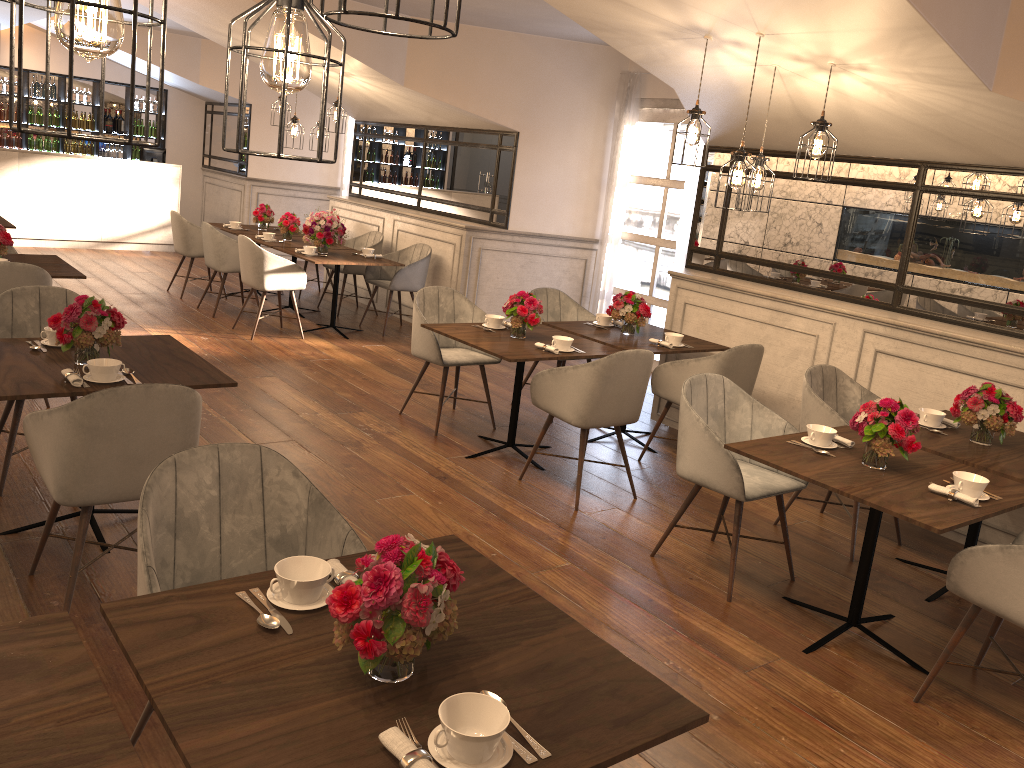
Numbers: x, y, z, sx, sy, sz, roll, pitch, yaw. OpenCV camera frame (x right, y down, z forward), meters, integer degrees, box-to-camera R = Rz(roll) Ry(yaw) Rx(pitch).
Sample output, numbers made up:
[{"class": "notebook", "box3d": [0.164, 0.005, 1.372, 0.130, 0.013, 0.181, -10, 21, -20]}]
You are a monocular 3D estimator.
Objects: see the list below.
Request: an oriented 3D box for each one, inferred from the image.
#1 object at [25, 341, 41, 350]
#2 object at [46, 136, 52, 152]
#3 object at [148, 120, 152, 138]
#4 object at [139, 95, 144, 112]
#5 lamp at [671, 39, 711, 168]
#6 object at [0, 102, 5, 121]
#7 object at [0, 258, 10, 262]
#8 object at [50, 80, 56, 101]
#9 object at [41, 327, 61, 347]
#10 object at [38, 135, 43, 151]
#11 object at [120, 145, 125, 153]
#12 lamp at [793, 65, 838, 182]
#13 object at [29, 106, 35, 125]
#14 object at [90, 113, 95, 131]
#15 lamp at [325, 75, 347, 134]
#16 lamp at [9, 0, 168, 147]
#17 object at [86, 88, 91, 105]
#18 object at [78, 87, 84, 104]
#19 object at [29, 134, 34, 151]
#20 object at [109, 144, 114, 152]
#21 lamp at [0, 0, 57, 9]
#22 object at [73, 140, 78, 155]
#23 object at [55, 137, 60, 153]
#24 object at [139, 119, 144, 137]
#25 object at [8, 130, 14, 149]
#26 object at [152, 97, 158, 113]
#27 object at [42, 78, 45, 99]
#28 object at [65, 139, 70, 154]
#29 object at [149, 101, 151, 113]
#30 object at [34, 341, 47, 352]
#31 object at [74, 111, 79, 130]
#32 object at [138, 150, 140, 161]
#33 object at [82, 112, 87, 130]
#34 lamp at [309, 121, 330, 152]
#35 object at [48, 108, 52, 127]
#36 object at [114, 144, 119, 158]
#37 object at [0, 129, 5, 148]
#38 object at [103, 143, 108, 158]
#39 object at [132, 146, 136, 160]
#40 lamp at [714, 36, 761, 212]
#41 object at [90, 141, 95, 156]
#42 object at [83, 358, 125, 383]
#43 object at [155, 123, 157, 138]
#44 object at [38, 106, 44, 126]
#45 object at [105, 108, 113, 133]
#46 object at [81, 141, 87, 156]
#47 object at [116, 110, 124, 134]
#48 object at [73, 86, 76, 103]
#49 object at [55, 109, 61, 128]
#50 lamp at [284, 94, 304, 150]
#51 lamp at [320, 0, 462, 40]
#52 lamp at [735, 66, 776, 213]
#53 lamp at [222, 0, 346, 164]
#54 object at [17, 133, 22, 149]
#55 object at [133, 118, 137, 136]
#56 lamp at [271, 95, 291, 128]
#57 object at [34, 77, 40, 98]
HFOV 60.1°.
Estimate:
[{"class": "object", "box3d": [-2.052, -0.167, 3.781, 0.043, 0.015, 0.199, -5, 18, -41]}, {"class": "object", "box3d": [-6.653, -3.465, 12.721, 0.066, 0.259, 0.066, 13, 12, 29]}, {"class": "object", "box3d": [-5.528, -3.894, 13.506, 0.066, 0.259, 0.066, 13, 12, 29]}, {"class": "object", "box3d": [-5.581, -4.222, 13.327, 0.070, 0.233, 0.041, -2, 14, -39]}, {"class": "lamp", "box3d": [1.045, -2.144, 4.453, 0.175, 2.049, 0.177, -1, 13, -37]}, {"class": "object", "box3d": [-7.076, -3.782, 12.288, 0.066, 0.259, 0.066, 13, 12, 29]}, {"class": "object", "box3d": [-3.137, -0.722, 5.385, 0.148, 0.071, 0.150, 8, 13, 3]}, {"class": "object", "box3d": [-6.517, -4.191, 12.580, 0.075, 0.307, 0.076, 1, 12, -28]}, {"class": "object", "box3d": [-1.972, -0.206, 3.861, 0.149, 0.071, 0.149, 14, 15, 28]}, {"class": "object", "box3d": [-6.740, -3.459, 12.653, 0.066, 0.259, 0.066, 13, 12, 29]}, {"class": "object", "box3d": [-5.874, -3.494, 13.342, 0.065, 0.205, 0.066, 8, 11, 6]}, {"class": "lamp", "box3d": [1.623, -2.023, 4.248, 0.175, 2.049, 0.177, -1, 13, -37]}, {"class": "object", "box3d": [-6.783, -3.803, 12.518, 0.066, 0.259, 0.066, 13, 12, 29]}, {"class": "object", "box3d": [-6.158, -3.848, 13.010, 0.066, 0.259, 0.066, 13, 12, 29]}, {"class": "lamp", "box3d": [-1.566, -3.397, 8.263, 0.175, 2.049, 0.177, -1, 13, -37]}, {"class": "lamp", "box3d": [-0.443, -1.324, 0.986, 0.175, 2.049, 0.177, -1, 13, -37]}, {"class": "object", "box3d": [-6.156, -4.181, 12.875, 0.070, 0.233, 0.041, -2, 14, -39]}, {"class": "object", "box3d": [-6.235, -4.175, 12.813, 0.070, 0.233, 0.041, -2, 14, -39]}, {"class": "object", "box3d": [-6.826, -3.453, 12.584, 0.066, 0.259, 0.066, 13, 12, 29]}, {"class": "object", "box3d": [-5.996, -3.485, 13.246, 0.065, 0.205, 0.066, 8, 11, 6]}, {"class": "lamp", "box3d": [-0.619, -1.597, 1.201, 0.175, 2.049, 0.177, -1, 13, -37]}, {"class": "object", "box3d": [-6.374, -3.486, 12.940, 0.066, 0.259, 0.066, 13, 12, 29]}, {"class": "object", "box3d": [-6.566, -3.472, 12.789, 0.066, 0.259, 0.066, 13, 12, 29]}, {"class": "object", "box3d": [-5.614, -3.887, 13.438, 0.066, 0.259, 0.066, 13, 12, 29]}, {"class": "object", "box3d": [-7.032, -3.438, 12.423, 0.066, 0.259, 0.066, 13, 12, 29]}, {"class": "object", "box3d": [-5.423, -4.234, 13.452, 0.070, 0.233, 0.041, -2, 14, -39]}, {"class": "object", "box3d": [-6.598, -4.185, 12.515, 0.075, 0.307, 0.076, 1, 12, -28]}, {"class": "object", "box3d": [-6.461, -3.479, 12.872, 0.066, 0.259, 0.066, 13, 12, 29]}, {"class": "object", "box3d": [-5.502, -4.228, 13.389, 0.070, 0.233, 0.041, -2, 14, -39]}, {"class": "object", "box3d": [-2.021, -0.162, 3.799, 0.022, 0.004, 0.213, -4, 17, -38]}, {"class": "object", "box3d": [-6.331, -3.836, 12.874, 0.066, 0.259, 0.066, 13, 12, 29]}, {"class": "object", "box3d": [-5.657, -3.537, 13.504, 0.066, 0.259, 0.066, 13, 12, 29]}, {"class": "object", "box3d": [-6.245, -3.842, 12.942, 0.066, 0.259, 0.066, 13, 12, 29]}, {"class": "lamp", "box3d": [-1.788, -3.296, 8.549, 0.175, 2.049, 0.177, -1, 13, -37]}, {"class": "object", "box3d": [-6.610, -3.817, 12.654, 0.066, 0.261, 0.066, 13, 12, 29]}, {"class": "object", "box3d": [-5.935, -3.490, 13.294, 0.065, 0.205, 0.066, 8, 11, 6]}, {"class": "object", "box3d": [-7.119, -3.432, 12.354, 0.066, 0.259, 0.066, 13, 12, 29]}, {"class": "object", "box3d": [-6.057, -3.481, 13.197, 0.065, 0.205, 0.066, 8, 11, 6]}, {"class": "object", "box3d": [-5.744, -3.532, 13.436, 0.066, 0.261, 0.066, 13, 12, 29]}, {"class": "lamp", "box3d": [1.222, -1.871, 4.237, 0.175, 2.049, 0.177, -1, 13, -37]}, {"class": "object", "box3d": [-6.201, -3.498, 13.077, 0.066, 0.259, 0.066, 13, 12, 29]}, {"class": "object", "box3d": [-1.574, -0.049, 3.418, 0.149, 0.071, 0.149, 14, 15, 28]}, {"class": "object", "box3d": [-5.441, -3.900, 13.574, 0.066, 0.259, 0.066, 13, 12, 29]}, {"class": "object", "box3d": [-6.697, -3.810, 12.586, 0.066, 0.261, 0.066, 13, 12, 29]}, {"class": "object", "box3d": [-5.968, -3.901, 13.119, 0.104, 0.356, 0.105, 9, 11, 13]}, {"class": "object", "box3d": [-6.287, -3.492, 13.008, 0.066, 0.259, 0.066, 13, 12, 29]}, {"class": "object", "box3d": [-5.843, -3.911, 13.213, 0.104, 0.355, 0.105, 5, 11, -12]}, {"class": "object", "box3d": [-6.314, -4.170, 12.751, 0.070, 0.233, 0.041, -2, 14, -39]}, {"class": "object", "box3d": [-6.523, -3.823, 12.723, 0.066, 0.261, 0.066, 13, 12, 29]}, {"class": "lamp", "box3d": [-1.967, -3.244, 8.252, 0.175, 2.049, 0.177, -1, 13, -37]}, {"class": "lamp", "box3d": [-0.041, -1.477, 0.997, 0.175, 2.049, 0.177, -1, 13, -37]}, {"class": "lamp", "box3d": [1.401, -1.922, 4.535, 0.175, 2.049, 0.177, -1, 13, -37]}, {"class": "lamp", "box3d": [-0.264, -1.376, 1.283, 0.175, 2.049, 0.177, -1, 13, -37]}, {"class": "object", "box3d": [-6.945, -3.444, 12.491, 0.066, 0.259, 0.066, 13, 12, 29]}, {"class": "object", "box3d": [-5.701, -3.882, 13.369, 0.066, 0.261, 0.066, 13, 12, 29]}, {"class": "lamp", "box3d": [-2.144, -3.517, 8.467, 0.175, 2.049, 0.177, -1, 13, -37]}, {"class": "object", "box3d": [-6.680, -4.179, 12.451, 0.075, 0.307, 0.076, 6, 11, -7]}]
